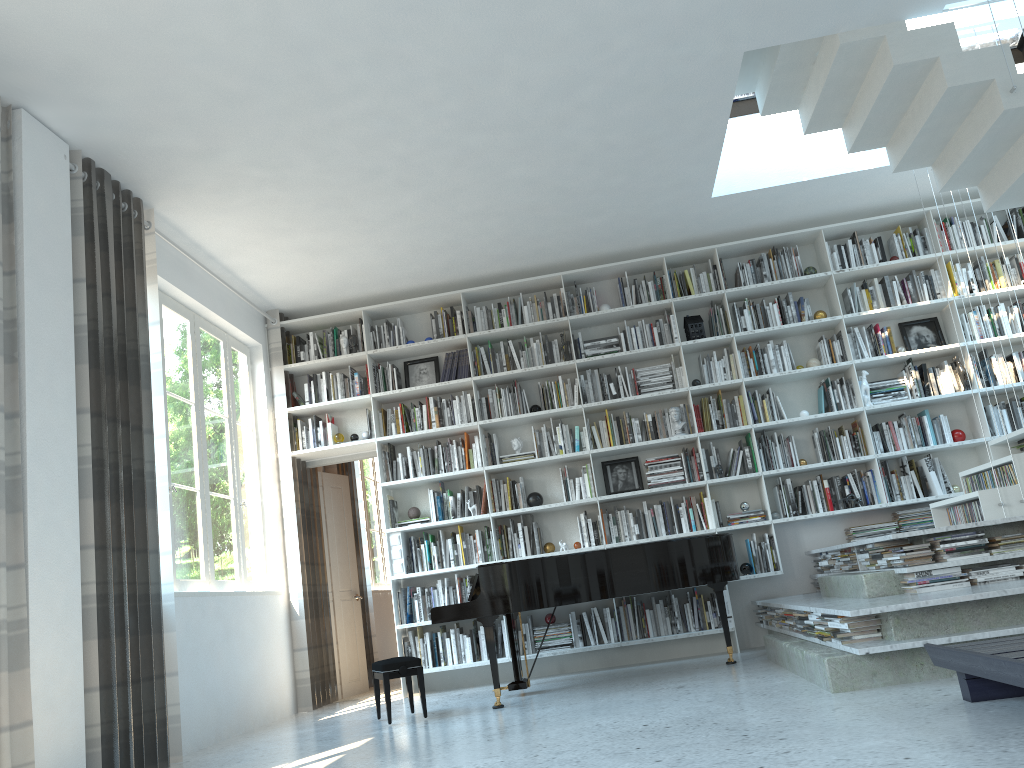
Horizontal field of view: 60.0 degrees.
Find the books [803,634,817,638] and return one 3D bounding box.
[{"bbox_3d":[1.691,1.345,4.769,0.193,0.005,0.225,-8,-14,1],"label":"books"}]

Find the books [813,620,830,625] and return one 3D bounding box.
[{"bbox_3d":[1.651,1.200,4.495,0.168,0.013,0.282,-8,-14,0],"label":"books"}]

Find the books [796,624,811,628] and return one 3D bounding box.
[{"bbox_3d":[1.735,1.373,5.073,0.177,0.011,0.220,-10,-14,7],"label":"books"}]

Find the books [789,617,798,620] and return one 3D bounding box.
[{"bbox_3d":[1.780,1.409,5.380,0.155,0.009,0.298,-10,-14,6],"label":"books"}]

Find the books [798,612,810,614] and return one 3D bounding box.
[{"bbox_3d":[1.738,1.300,5.089,0.157,0.007,0.269,-9,-14,5],"label":"books"}]

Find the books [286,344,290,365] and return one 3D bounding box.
[{"bbox_3d":[-1.889,-0.216,7.573,0.014,0.218,0.188,-9,-13,5],"label":"books"}]

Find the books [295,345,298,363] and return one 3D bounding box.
[{"bbox_3d":[-1.808,-0.216,7.568,0.024,0.194,0.167,-9,-13,5],"label":"books"}]

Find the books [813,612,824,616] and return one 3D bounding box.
[{"bbox_3d":[1.643,1.155,4.505,0.182,0.016,0.257,-10,-14,8],"label":"books"}]

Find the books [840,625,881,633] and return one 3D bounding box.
[{"bbox_3d":[1.642,1.150,4.192,0.137,0.019,0.225,-10,-14,6],"label":"books"}]

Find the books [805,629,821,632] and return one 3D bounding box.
[{"bbox_3d":[1.699,1.315,4.775,0.180,0.008,0.268,-9,-14,4],"label":"books"}]

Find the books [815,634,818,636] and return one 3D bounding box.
[{"bbox_3d":[1.710,1.335,4.769,0.147,0.008,0.237,-11,-14,10],"label":"books"}]

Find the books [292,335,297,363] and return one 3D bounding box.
[{"bbox_3d":[-1.833,-0.258,7.577,0.014,0.285,0.175,-9,-13,5],"label":"books"}]

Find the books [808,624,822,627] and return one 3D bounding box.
[{"bbox_3d":[1.694,1.286,4.781,0.171,0.007,0.261,-10,-14,8],"label":"books"}]

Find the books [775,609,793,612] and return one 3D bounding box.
[{"bbox_3d":[1.802,1.445,5.690,0.171,0.015,0.253,-9,-14,2],"label":"books"}]

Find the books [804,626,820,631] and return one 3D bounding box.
[{"bbox_3d":[1.691,1.306,4.777,0.189,0.013,0.215,-9,-14,3],"label":"books"}]

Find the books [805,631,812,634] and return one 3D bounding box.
[{"bbox_3d":[1.751,1.406,5.064,0.142,0.012,0.292,-10,-14,9],"label":"books"}]

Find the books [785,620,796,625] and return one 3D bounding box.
[{"bbox_3d":[1.771,1.434,5.376,0.182,0.013,0.288,-10,-14,6],"label":"books"}]

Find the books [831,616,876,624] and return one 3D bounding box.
[{"bbox_3d":[1.616,1.112,4.203,0.165,0.015,0.243,-10,-14,9],"label":"books"}]

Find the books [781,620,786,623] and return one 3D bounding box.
[{"bbox_3d":[1.821,1.511,5.673,0.165,0.012,0.205,-9,-14,5],"label":"books"}]

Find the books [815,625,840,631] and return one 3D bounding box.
[{"bbox_3d":[1.653,1.223,4.489,0.191,0.015,0.246,-10,-14,6],"label":"books"}]

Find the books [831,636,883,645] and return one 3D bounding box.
[{"bbox_3d":[1.624,1.202,4.183,0.184,0.017,0.231,-10,-14,7],"label":"books"}]

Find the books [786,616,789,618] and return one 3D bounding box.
[{"bbox_3d":[1.824,1.480,5.680,0.140,0.013,0.181,-10,-14,8],"label":"books"}]

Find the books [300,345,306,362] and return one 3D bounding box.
[{"bbox_3d":[-1.757,-0.222,7.558,0.028,0.186,0.182,-9,-14,5],"label":"books"}]

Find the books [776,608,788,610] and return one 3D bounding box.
[{"bbox_3d":[1.803,1.432,5.693,0.174,0.011,0.228,-9,-14,4],"label":"books"}]

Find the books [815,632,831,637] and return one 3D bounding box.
[{"bbox_3d":[1.654,1.253,4.482,0.191,0.006,0.275,-10,-14,7],"label":"books"}]

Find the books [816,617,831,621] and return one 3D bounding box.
[{"bbox_3d":[1.657,1.181,4.498,0.175,0.006,0.252,-9,-14,5],"label":"books"}]

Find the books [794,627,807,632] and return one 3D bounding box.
[{"bbox_3d":[1.728,1.393,5.070,0.189,0.009,0.291,-10,-14,8],"label":"books"}]

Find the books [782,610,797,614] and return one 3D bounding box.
[{"bbox_3d":[1.760,1.379,5.389,0.179,0.012,0.250,-9,-14,2],"label":"books"}]

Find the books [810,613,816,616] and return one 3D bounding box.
[{"bbox_3d":[1.697,1.232,4.793,0.139,0.013,0.289,-11,-14,10],"label":"books"}]

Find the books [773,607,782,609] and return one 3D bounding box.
[{"bbox_3d":[1.787,1.427,5.696,0.193,0.005,0.225,-8,-14,1],"label":"books"}]

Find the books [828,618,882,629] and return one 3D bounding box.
[{"bbox_3d":[1.619,1.132,4.199,0.156,0.027,0.288,-8,-14,0],"label":"books"}]

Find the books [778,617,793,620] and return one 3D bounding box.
[{"bbox_3d":[1.813,1.493,5.678,0.159,0.011,0.246,-8,-14,1],"label":"books"}]

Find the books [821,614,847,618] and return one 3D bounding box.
[{"bbox_3d":[1.599,1.090,4.210,0.192,0.014,0.257,-8,-14,1],"label":"books"}]

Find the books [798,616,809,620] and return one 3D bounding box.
[{"bbox_3d":[1.742,1.334,5.081,0.142,0.017,0.240,-8,-14,1],"label":"books"}]

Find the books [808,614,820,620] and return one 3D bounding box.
[{"bbox_3d":[1.702,1.252,4.788,0.141,0.028,0.223,-8,-14,0],"label":"books"}]

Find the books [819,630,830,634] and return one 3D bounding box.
[{"bbox_3d":[1.668,1.245,4.483,0.170,0.006,0.269,-9,-14,5],"label":"books"}]

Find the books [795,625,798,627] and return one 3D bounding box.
[{"bbox_3d":[1.799,1.460,5.367,0.128,0.005,0.296,-10,-14,7],"label":"books"}]

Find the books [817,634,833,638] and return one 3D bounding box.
[{"bbox_3d":[1.662,1.259,4.480,0.178,0.009,0.277,-9,-14,3],"label":"books"}]

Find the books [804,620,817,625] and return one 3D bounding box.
[{"bbox_3d":[1.691,1.275,4.784,0.180,0.016,0.183,-9,-14,2],"label":"books"}]

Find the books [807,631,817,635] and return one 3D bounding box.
[{"bbox_3d":[1.705,1.329,4.771,0.171,0.005,0.298,-9,-14,4],"label":"books"}]

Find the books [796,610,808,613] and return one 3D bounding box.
[{"bbox_3d":[1.734,1.294,5.091,0.160,0.008,0.239,-10,-14,6],"label":"books"}]

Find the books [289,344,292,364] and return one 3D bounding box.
[{"bbox_3d":[-1.868,-0.219,7.593,0.024,0.227,0.130,-9,-13,5],"label":"books"}]

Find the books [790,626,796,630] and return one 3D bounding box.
[{"bbox_3d":[1.778,1.470,5.367,0.161,0.008,0.254,-11,-14,10],"label":"books"}]

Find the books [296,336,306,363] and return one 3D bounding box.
[{"bbox_3d":[-1.789,-0.257,7.569,0.025,0.268,0.177,-9,-13,5],"label":"books"}]

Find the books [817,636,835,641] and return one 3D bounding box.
[{"bbox_3d":[1.653,1.272,4.478,0.191,0.016,0.209,-11,-14,10],"label":"books"}]

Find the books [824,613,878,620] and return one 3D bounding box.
[{"bbox_3d":[1.608,1.101,4.207,0.176,0.010,0.267,-8,-14,1],"label":"books"}]

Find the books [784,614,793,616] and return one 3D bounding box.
[{"bbox_3d":[1.765,1.391,5.386,0.165,0.014,0.236,-8,-14,0],"label":"books"}]

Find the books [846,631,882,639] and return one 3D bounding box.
[{"bbox_3d":[1.651,1.183,4.184,0.132,0.014,0.206,-9,-14,5],"label":"books"}]

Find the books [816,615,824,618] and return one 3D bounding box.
[{"bbox_3d":[1.645,1.167,4.502,0.178,0.010,0.196,-11,-14,10],"label":"books"}]

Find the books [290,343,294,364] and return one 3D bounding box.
[{"bbox_3d":[-1.846,-0.222,7.581,0.023,0.222,0.151,-9,-13,5],"label":"books"}]

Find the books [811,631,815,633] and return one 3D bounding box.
[{"bbox_3d":[1.706,1.322,4.772,0.159,0.009,0.276,-10,-14,8],"label":"books"}]

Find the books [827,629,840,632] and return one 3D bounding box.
[{"bbox_3d":[1.675,1.234,4.484,0.154,0.014,0.197,-9,-14,5],"label":"books"}]

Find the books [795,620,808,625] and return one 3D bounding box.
[{"bbox_3d":[1.734,1.356,5.077,0.160,0.025,0.244,-8,-14,0],"label":"books"}]

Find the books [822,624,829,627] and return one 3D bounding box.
[{"bbox_3d":[1.664,1.212,4.490,0.150,0.004,0.291,-10,-14,9],"label":"books"}]

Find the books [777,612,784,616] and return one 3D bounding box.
[{"bbox_3d":[1.797,1.461,5.687,0.182,0.016,0.199,-11,-14,10],"label":"books"}]

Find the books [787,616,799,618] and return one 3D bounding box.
[{"bbox_3d":[1.775,1.401,5.383,0.169,0.009,0.242,-9,-14,5],"label":"books"}]

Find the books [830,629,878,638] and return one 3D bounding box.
[{"bbox_3d":[1.613,1.173,4.190,0.187,0.017,0.206,-11,-14,10],"label":"books"}]

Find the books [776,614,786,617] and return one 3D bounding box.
[{"bbox_3d":[1.805,1.472,5.684,0.169,0.009,0.242,-8,-14,1],"label":"books"}]

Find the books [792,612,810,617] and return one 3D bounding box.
[{"bbox_3d":[1.726,1.313,5.088,0.170,0.014,0.281,-9,-14,2],"label":"books"}]
